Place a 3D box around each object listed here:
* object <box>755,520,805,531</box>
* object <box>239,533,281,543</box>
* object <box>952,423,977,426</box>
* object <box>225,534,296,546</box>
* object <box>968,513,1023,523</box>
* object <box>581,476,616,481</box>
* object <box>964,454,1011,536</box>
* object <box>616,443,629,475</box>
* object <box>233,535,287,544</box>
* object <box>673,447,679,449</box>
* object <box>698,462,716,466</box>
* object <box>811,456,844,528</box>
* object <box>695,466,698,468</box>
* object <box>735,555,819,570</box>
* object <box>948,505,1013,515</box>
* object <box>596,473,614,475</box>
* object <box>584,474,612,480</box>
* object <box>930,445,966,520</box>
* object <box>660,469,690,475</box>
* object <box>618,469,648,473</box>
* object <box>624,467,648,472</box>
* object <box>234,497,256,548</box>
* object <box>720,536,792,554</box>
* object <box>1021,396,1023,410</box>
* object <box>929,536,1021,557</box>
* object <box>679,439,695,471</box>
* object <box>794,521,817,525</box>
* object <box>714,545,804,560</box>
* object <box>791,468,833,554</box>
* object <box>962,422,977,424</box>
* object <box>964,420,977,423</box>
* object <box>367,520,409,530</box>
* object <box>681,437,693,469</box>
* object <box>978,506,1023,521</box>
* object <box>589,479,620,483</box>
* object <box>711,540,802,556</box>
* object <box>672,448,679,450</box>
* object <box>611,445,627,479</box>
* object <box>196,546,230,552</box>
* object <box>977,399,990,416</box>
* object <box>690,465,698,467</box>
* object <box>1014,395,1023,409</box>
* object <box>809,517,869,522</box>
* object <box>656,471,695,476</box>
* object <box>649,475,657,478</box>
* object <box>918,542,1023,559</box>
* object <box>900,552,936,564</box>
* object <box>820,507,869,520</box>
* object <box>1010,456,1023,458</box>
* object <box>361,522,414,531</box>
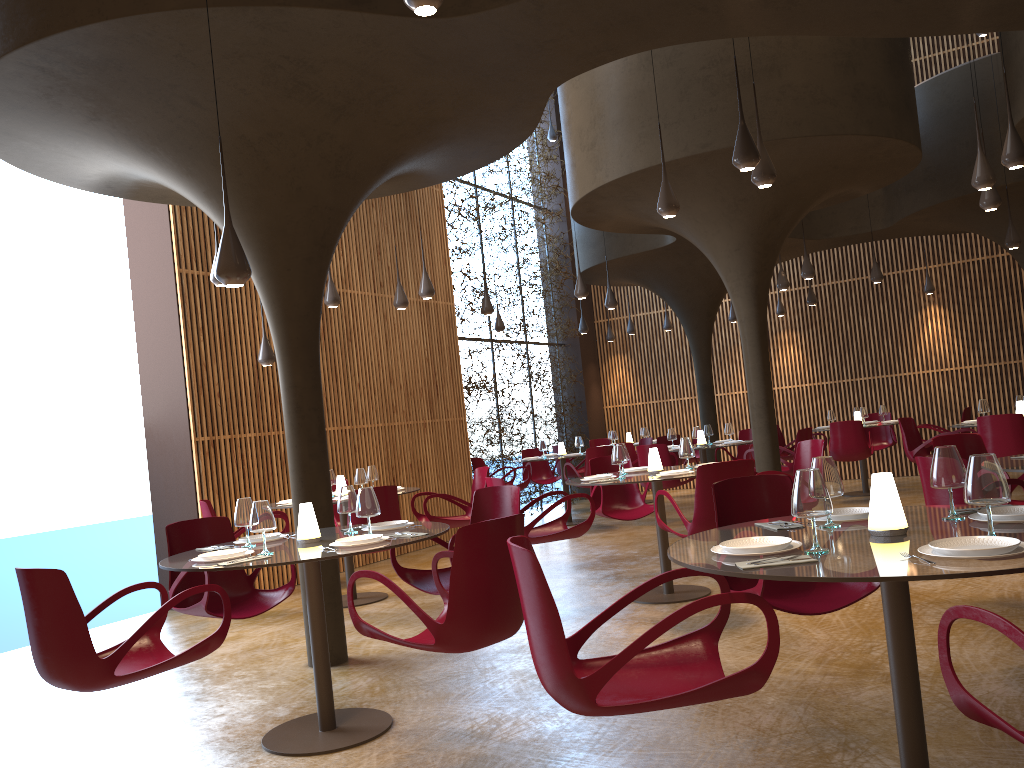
[{"bbox_3d":[1.173,0.623,3.897,0.126,0.017,0.262,-6,-3,-6],"label":"object"},{"bbox_3d":[-1.599,0.981,5.634,0.263,0.029,0.263,-6,-3,8],"label":"object"},{"bbox_3d":[5.712,0.512,11.180,0.126,0.017,0.262,-3,-4,-43],"label":"object"},{"bbox_3d":[-1.595,0.991,5.637,0.410,0.012,0.205,-3,-4,-45],"label":"object"},{"bbox_3d":[1.948,0.511,3.424,0.331,0.014,0.332,-4,-3,-28],"label":"object"},{"bbox_3d":[0.790,0.864,8.090,0.331,0.014,0.332,-6,-3,-7],"label":"object"},{"bbox_3d":[1.617,0.388,3.016,0.142,0.295,0.142,-7,-2,20],"label":"object"},{"bbox_3d":[1.057,0.719,8.520,0.142,0.295,0.142,-5,-2,-18],"label":"object"},{"bbox_3d":[-1.598,0.990,5.634,0.331,0.014,0.332,-6,-3,-8],"label":"object"},{"bbox_3d":[2.431,0.910,12.659,0.263,0.029,0.263,-8,-4,39],"label":"object"},{"bbox_3d":[1.853,0.749,8.198,0.263,0.029,0.263,-5,-3,-14],"label":"object"},{"bbox_3d":[1.320,0.454,3.726,0.142,0.295,0.142,-7,-2,38],"label":"object"},{"bbox_3d":[1.854,0.758,8.198,0.331,0.014,0.332,-4,-4,-37],"label":"object"},{"bbox_3d":[0.896,0.607,3.010,0.262,0.017,0.126,-6,-3,0],"label":"object"},{"bbox_3d":[1.986,0.529,3.723,0.262,0.017,0.126,-6,-3,3],"label":"object"},{"bbox_3d":[0.912,0.888,8.692,0.126,0.017,0.262,-6,-3,-6],"label":"object"},{"bbox_3d":[0.789,0.854,8.091,0.263,0.029,0.263,-6,-3,3],"label":"object"},{"bbox_3d":[1.773,0.400,3.594,0.142,0.295,0.142,-6,-2,14],"label":"object"},{"bbox_3d":[1.412,0.768,7.677,0.263,0.029,0.263,-6,-3,-5],"label":"object"},{"bbox_3d":[1.211,0.850,8.703,0.331,0.014,0.332,-3,-4,-44],"label":"object"},{"bbox_3d":[1.210,0.841,8.703,0.263,0.029,0.263,-6,-3,1],"label":"object"},{"bbox_3d":[-1.620,0.843,5.404,0.142,0.295,0.142,-6,-2,14],"label":"object"},{"bbox_3d":[0.911,0.604,3.312,0.263,0.029,0.263,-4,-3,-32],"label":"object"},{"bbox_3d":[6.200,0.289,10.644,0.142,0.295,0.142,-7,-2,22],"label":"object"},{"bbox_3d":[1.479,0.521,2.836,0.263,0.029,0.263,-7,-3,21],"label":"object"},{"bbox_3d":[1.551,0.635,7.856,0.142,0.295,0.142,-6,-2,-14],"label":"object"},{"bbox_3d":[1.477,0.586,3.912,0.410,0.012,0.204,-5,-3,-10],"label":"object"},{"bbox_3d":[0.912,0.615,3.317,0.204,0.012,0.411,-6,-3,-5],"label":"object"},{"bbox_3d":[1.070,0.452,3.159,0.142,0.295,0.142,-7,-2,44],"label":"object"},{"bbox_3d":[5.943,0.490,11.374,0.331,0.014,0.332,-4,-3,-34],"label":"object"},{"bbox_3d":[5.942,0.480,11.374,0.263,0.029,0.263,-8,-4,37],"label":"object"},{"bbox_3d":[-0.783,0.894,5.594,0.263,0.029,0.263,-8,-4,37],"label":"object"},{"bbox_3d":[1.642,0.649,8.322,0.142,0.295,0.142,-7,-2,44],"label":"object"},{"bbox_3d":[1.947,0.501,3.424,0.263,0.029,0.263,-7,-3,23],"label":"object"},{"bbox_3d":[0.809,0.854,7.788,0.262,0.017,0.126,-6,-3,-7],"label":"object"},{"bbox_3d":[0.912,0.613,3.312,0.332,0.014,0.332,-7,-3,13],"label":"object"},{"bbox_3d":[2.432,0.920,12.659,0.332,0.014,0.332,-7,-3,23],"label":"object"},{"bbox_3d":[0.964,0.701,7.959,0.142,0.295,0.142,-7,-2,25],"label":"object"},{"bbox_3d":[-1.837,1.013,5.451,0.126,0.017,0.262,-4,-4,-41],"label":"object"},{"bbox_3d":[5.931,0.342,11.144,0.142,0.295,0.142,-5,-2,-22],"label":"object"},{"bbox_3d":[1.814,0.784,8.497,0.262,0.017,0.126,-5,-3,-11],"label":"object"},{"bbox_3d":[6.514,0.292,11.348,0.142,0.295,0.142,-5,-2,-28],"label":"object"},{"bbox_3d":[1.472,0.585,3.911,0.331,0.014,0.332,-3,-4,-41],"label":"object"},{"bbox_3d":[1.413,0.778,7.677,0.331,0.014,0.332,-4,-4,-40],"label":"object"},{"bbox_3d":[1.409,0.780,7.676,0.410,0.012,0.204,-6,-3,-6],"label":"object"},{"bbox_3d":[1.480,0.531,2.836,0.332,0.014,0.331,-8,-4,37],"label":"object"},{"bbox_3d":[1.475,0.532,2.835,0.410,0.012,0.204,-6,-3,-6],"label":"object"},{"bbox_3d":[1.471,0.575,3.911,0.263,0.029,0.263,-6,-3,0],"label":"object"},{"bbox_3d":[3.447,0.483,5.860,0.126,0.017,0.262,-5,-3,-14],"label":"object"},{"bbox_3d":[-0.782,0.903,5.594,0.332,0.014,0.332,-7,-3,21],"label":"object"}]
